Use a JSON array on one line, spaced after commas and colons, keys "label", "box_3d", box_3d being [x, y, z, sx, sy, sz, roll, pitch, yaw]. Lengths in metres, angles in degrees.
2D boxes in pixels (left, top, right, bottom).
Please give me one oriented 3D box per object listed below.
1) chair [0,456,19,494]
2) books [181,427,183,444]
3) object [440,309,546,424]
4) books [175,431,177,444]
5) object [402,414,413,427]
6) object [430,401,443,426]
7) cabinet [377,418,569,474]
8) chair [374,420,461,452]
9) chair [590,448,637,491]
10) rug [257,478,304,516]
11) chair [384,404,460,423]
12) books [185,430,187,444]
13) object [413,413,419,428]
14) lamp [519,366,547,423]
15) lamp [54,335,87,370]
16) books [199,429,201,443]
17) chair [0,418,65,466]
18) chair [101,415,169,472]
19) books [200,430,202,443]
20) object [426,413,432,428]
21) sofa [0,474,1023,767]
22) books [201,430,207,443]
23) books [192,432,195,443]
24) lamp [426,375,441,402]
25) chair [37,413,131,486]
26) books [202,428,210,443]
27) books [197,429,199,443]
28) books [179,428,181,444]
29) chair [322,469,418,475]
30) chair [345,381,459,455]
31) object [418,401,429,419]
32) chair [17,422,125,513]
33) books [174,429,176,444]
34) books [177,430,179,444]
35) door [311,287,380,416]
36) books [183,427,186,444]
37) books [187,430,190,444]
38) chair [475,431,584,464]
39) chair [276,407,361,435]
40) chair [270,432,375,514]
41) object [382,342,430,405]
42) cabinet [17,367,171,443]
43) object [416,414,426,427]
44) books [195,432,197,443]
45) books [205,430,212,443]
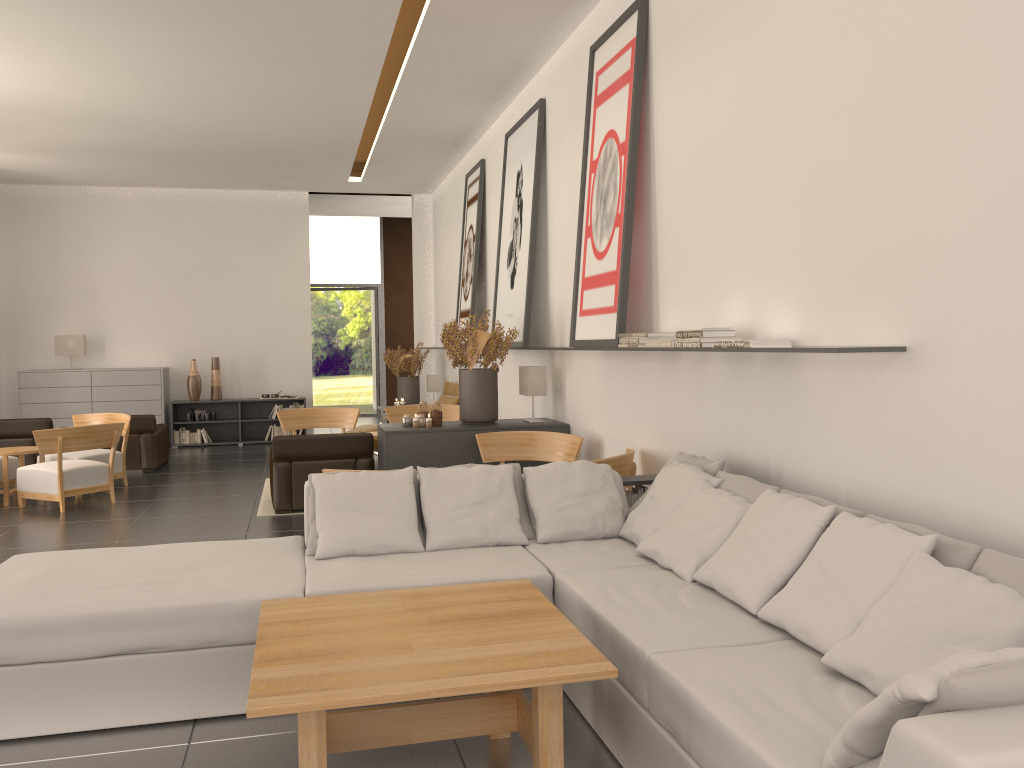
[{"label": "chair", "box_3d": [-8.727, 1.194, 14.184, 1.151, 1.226, 1.453, 0, 2, 21]}, {"label": "books", "box_3d": [-7.803, 1.218, 20.975, 0.029, 0.385, 0.220, -1, 2, -14]}, {"label": "object", "box_3d": [-0.256, -0.250, 12.043, 1.422, 1.553, 1.437, -1, 2, -1]}, {"label": "books", "box_3d": [-7.920, 1.261, 20.944, 0.048, 0.305, 0.226, -1, 2, -14]}, {"label": "object", "box_3d": [-1.375, 0.481, 11.700, 0.157, 0.158, 0.157, -3, 3, -40]}, {"label": "object", "box_3d": [-1.001, 0.388, 11.758, 0.157, 0.325, 0.158, 0, 2, 23]}, {"label": "cabinet", "box_3d": [-0.542, 1.156, 11.929, 2.400, 1.239, 1.121, -1, 2, -14]}, {"label": "chair", "box_3d": [-1.853, 0.814, 17.223, 2.421, 1.485, 1.300, -1, 2, -4]}, {"label": "chair", "box_3d": [0.605, 1.285, 8.846, 1.151, 1.226, 1.453, 0, 2, 31]}, {"label": "rug", "box_3d": [-1.967, 1.686, 14.335, 4.000, 0.010, 3.559, -2, 3, -14]}, {"label": "chair", "box_3d": [-1.488, 1.001, 15.658, 1.452, 1.226, 1.151, -1, 2, -14]}, {"label": "books", "box_3d": [-7.708, 1.249, 20.990, 0.039, 0.318, 0.236, -1, 2, -14]}, {"label": "object", "box_3d": [-1.248, 0.472, 11.507, 0.076, 0.187, 0.076, -1, 2, 3]}, {"label": "lamp", "box_3d": [0.286, 0.138, 12.092, 0.257, 0.757, 0.515, -1, 2, -14]}, {"label": "lamp", "box_3d": [-10.345, -0.741, 20.804, 0.619, 0.795, 0.310, -1, 2, -14]}, {"label": "books", "box_3d": [-7.405, 1.238, 21.054, 0.019, 0.324, 0.254, -1, 2, -14]}, {"label": "chair", "box_3d": [-9.270, 1.156, 16.699, 1.538, 1.075, 1.500, -1, 2, -14]}, {"label": "chair", "box_3d": [-7.533, 1.109, 17.118, 1.538, 1.075, 1.500, -1, 2, -14]}, {"label": "books", "box_3d": [-7.387, 1.247, 21.066, 0.017, 0.305, 0.239, -1, 2, -14]}, {"label": "object", "box_3d": [-1.074, 0.471, 11.470, 0.080, 0.187, 0.080, -1, 2, -4]}, {"label": "sofa", "box_3d": [-0.518, 1.489, 4.779, 5.526, 1.204, 5.607, -2, 3, -14]}, {"label": "books", "box_3d": [-7.314, 1.238, 21.077, 0.130, 0.322, 0.252, -1, 2, -14]}, {"label": "books", "box_3d": [-7.560, 1.278, 21.062, 0.054, 0.249, 0.167, -1, 2, -14]}, {"label": "lamp", "box_3d": [-1.861, 0.169, 21.058, 0.257, 0.756, 0.515, -1, 2, -14]}, {"label": "chair", "box_3d": [-7.122, 1.139, 14.846, 1.452, 1.226, 1.151, 0, 2, 26]}, {"label": "books", "box_3d": [-7.281, 1.221, 21.093, 0.138, 0.354, 0.236, -1, 2, -14]}, {"label": "books", "box_3d": [-7.449, 1.236, 21.077, 0.054, 0.328, 0.187, -1, 2, -14]}, {"label": "books", "box_3d": [-7.838, 1.232, 20.972, 0.039, 0.357, 0.210, -1, 2, -14]}, {"label": "chair", "box_3d": [-0.958, 1.337, 8.247, 1.452, 1.226, 1.151, 0, 2, 11]}, {"label": "chair", "box_3d": [-2.288, 0.740, 19.027, 2.421, 1.485, 1.300, -2, 2, -24]}, {"label": "object", "box_3d": [-1.181, 0.388, 11.829, 0.157, 0.325, 0.157, -2, 2, -22]}, {"label": "chair", "box_3d": [-6.590, 1.203, 13.225, 1.151, 1.226, 1.453, 0, 2, 31]}, {"label": "books", "box_3d": [-7.952, 1.246, 20.922, 0.022, 0.338, 0.253, -1, 2, -14]}, {"label": "books", "box_3d": [-7.873, 1.257, 20.945, 0.039, 0.312, 0.246, -1, 2, -14]}, {"label": "door", "box_3d": [-5.575, -1.038, 29.201, 2.377, 4.267, 0.100, -1, 1, 1]}, {"label": "books", "box_3d": [-7.748, 1.217, 20.981, 0.039, 0.384, 0.232, -1, 2, -14]}, {"label": "books", "box_3d": [-7.660, 1.251, 20.998, 0.054, 0.311, 0.244, -1, 2, -14]}, {"label": "chair", "box_3d": [0.072, 1.220, 10.467, 1.452, 1.226, 1.151, 0, 2, 26]}, {"label": "chair", "box_3d": [-3.296, 1.050, 15.223, 1.452, 1.226, 1.151, -1, 2, -14]}, {"label": "chair", "box_3d": [-2.763, 1.221, 12.949, 1.538, 1.075, 1.500, -1, 2, -14]}, {"label": "object", "box_3d": [-2.530, -0.224, 21.130, 0.927, 1.553, 1.587, 0, 2, 15]}, {"label": "cabinet", "box_3d": [-9.726, 0.586, 20.796, 3.080, 1.875, 1.040, -1, 2, -14]}, {"label": "object", "box_3d": [-1.194, 0.481, 11.629, 0.157, 0.158, 0.157, -3, 3, -40]}, {"label": "books", "box_3d": [-7.506, 1.277, 21.075, 0.054, 0.249, 0.167, -1, 2, -14]}, {"label": "books", "box_3d": [-7.221, 1.250, 21.100, 0.142, 0.289, 0.252, -1, 2, -14]}]
